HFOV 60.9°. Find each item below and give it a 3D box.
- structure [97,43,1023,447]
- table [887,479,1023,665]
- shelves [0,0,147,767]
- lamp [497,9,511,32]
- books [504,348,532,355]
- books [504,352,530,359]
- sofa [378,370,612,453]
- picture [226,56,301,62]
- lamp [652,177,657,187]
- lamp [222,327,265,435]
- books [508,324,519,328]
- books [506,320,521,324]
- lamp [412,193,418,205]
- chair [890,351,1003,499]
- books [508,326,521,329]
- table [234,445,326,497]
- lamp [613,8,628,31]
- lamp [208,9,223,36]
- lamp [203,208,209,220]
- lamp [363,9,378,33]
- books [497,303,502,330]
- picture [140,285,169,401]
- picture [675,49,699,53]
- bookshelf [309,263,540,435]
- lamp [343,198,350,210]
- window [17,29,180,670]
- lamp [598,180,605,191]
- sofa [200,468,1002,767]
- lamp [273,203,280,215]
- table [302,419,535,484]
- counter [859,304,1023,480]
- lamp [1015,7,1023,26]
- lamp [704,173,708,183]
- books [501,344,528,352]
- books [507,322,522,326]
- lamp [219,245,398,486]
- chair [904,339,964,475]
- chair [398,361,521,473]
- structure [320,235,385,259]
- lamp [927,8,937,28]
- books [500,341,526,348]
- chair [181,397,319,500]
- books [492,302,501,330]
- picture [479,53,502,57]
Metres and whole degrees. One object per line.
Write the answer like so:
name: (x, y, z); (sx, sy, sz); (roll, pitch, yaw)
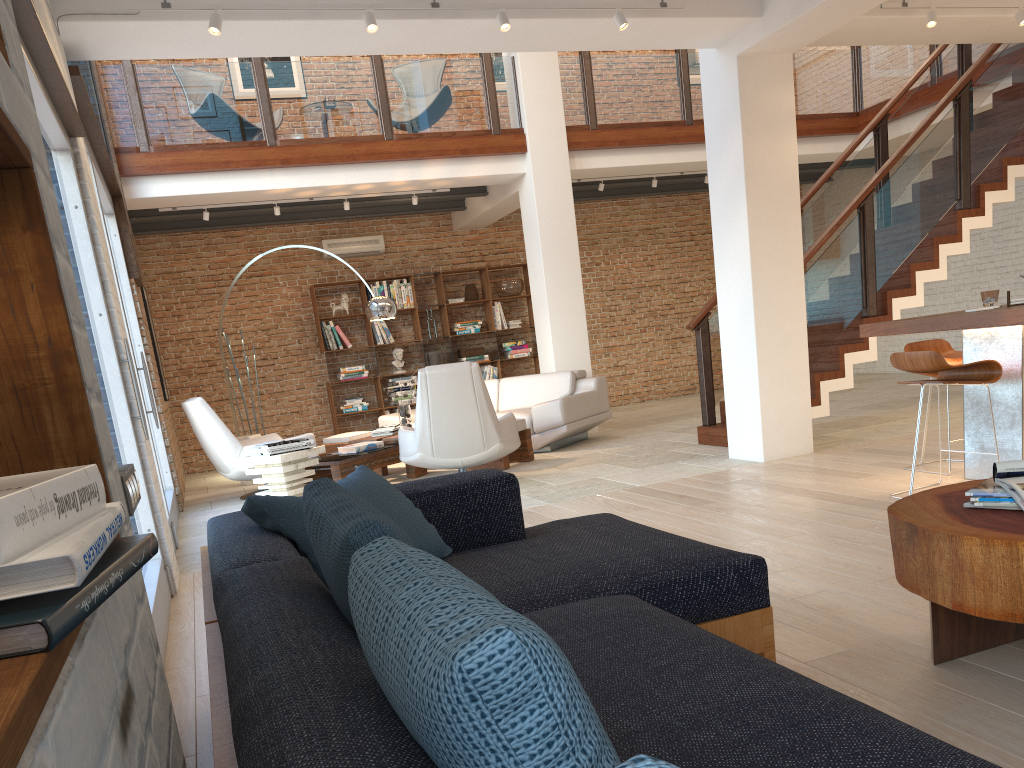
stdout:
structure: (2.364, -1.616, 6.044); (10.054, 4.248, 13.669); (-9, 3, -19)
table: (1.747, 0.528, 1.950); (1.069, 0.458, 1.800); (-8, 3, -14)
shelves: (-0.444, -0.435, 0.406); (0.190, 1.467, 0.753); (-12, 11, -20)
lamp: (-0.048, -1.997, 4.785); (0.060, 0.132, 0.084); (-11, 10, -17)
books: (0.083, -0.462, 12.442); (0.322, 0.057, 0.252); (-9, 3, -24)
books: (0.067, -0.402, 12.446); (0.324, 0.057, 0.251); (-8, 3, -17)
sofa: (-0.209, 0.341, 9.478); (2.340, 0.777, 1.111); (-6, 6, 31)
picture: (-3.116, -4.184, 10.881); (0.904, 1.230, 0.027); (-10, 12, -18)
lamp: (1.737, -2.456, 10.629); (0.060, 0.132, 0.084); (-11, 10, -17)
lamp: (-3.246, 0.158, 10.658); (0.199, 1.871, 0.405); (3, 16, 40)
books: (0.022, -0.824, 12.345); (0.132, 0.034, 0.202); (-8, 2, -10)
books: (0.016, -0.877, 12.334); (0.130, 0.035, 0.204); (-9, 3, -30)
lamp: (-1.082, -2.054, 9.702); (0.060, 0.119, 0.092); (-10, 9, -13)
chair: (2.235, 0.198, 4.559); (0.418, 0.796, 0.396); (-11, 11, -19)
books: (0.028, -0.799, 12.367); (0.170, 0.019, 0.232); (-8, 2, -11)
table: (-1.774, 0.781, 6.833); (0.497, 0.518, 0.480); (-3, 9, 31)
lamp: (0.624, -2.094, 5.011); (0.086, 0.132, 0.057); (0, 13, 40)
lamp: (-1.471, -1.790, 4.320); (0.059, 0.132, 0.084); (-1, 11, 30)
lamp: (-3.160, -1.745, 9.000); (0.086, 0.132, 0.057); (0, 13, 40)
lamp: (-0.742, -1.901, 4.554); (0.060, 0.124, 0.084); (-11, 9, -17)
books: (-0.216, -0.935, 12.255); (0.020, 0.369, 0.267); (-12, 10, -20)
picture: (-3.748, -0.417, 9.151); (0.027, 1.229, 0.896); (-12, 10, -20)
picture: (2.797, -5.043, 12.844); (0.904, 1.230, 0.027); (-10, 12, -18)
bookshelf: (-1.059, -0.379, 12.028); (3.004, 2.263, 0.357); (-9, 12, -18)
lamp: (-1.795, -1.943, 9.456); (0.060, 0.132, 0.084); (-11, 10, -17)
window: (-2.409, -2.029, 3.737); (0.640, 6.562, 12.164); (-12, 6, -20)
lamp: (1.065, -2.358, 10.403); (0.086, 0.132, 0.057); (0, 13, 40)
sofa: (0.632, 0.584, 1.431); (2.058, 0.677, 3.897); (-9, 3, -20)
lamp: (-2.489, -1.846, 9.225); (0.060, 0.124, 0.084); (-11, 9, -17)
table: (-1.158, 0.686, 8.134); (2.215, 0.440, 1.916); (-6, 3, 32)
counter: (3.259, -0.002, 4.199); (1.669, 0.943, 2.463); (-9, 4, -19)
lamp: (3.484, -2.510, 5.958); (0.060, 0.132, 0.084); (-11, 10, -17)
lamp: (2.430, -2.557, 10.859); (0.060, 0.132, 0.084); (-11, 10, -17)
books: (0.031, -0.512, 12.426); (0.323, 0.057, 0.251); (-8, 3, -19)
books: (0.025, -0.852, 12.346); (0.169, 0.019, 0.233); (-8, 2, -16)
lamp: (-2.047, -0.206, 8.924); (2.041, 2.417, 0.307); (-5, 12, 17)
chair: (2.617, 0.121, 5.245); (0.401, 0.796, 0.414); (-11, 11, -19)
chair: (-0.446, 0.344, 7.007); (1.026, 1.044, 0.947); (-8, 8, -2)
structure: (-2.108, -1.812, 11.551); (0.805, 0.225, 0.196); (-8, 8, -18)
lamp: (2.754, -2.404, 5.723); (0.059, 0.132, 0.084); (-1, 11, 30)
books: (0.008, -0.565, 12.408); (0.325, 0.057, 0.250); (-8, 3, -9)
chair: (-2.471, 0.569, 8.174); (0.964, 1.026, 1.020); (-13, 9, -35)
books: (-0.241, -0.945, 12.234); (0.036, 0.394, 0.239); (-12, 10, -20)
picture: (-0.029, -4.632, 11.906); (0.904, 1.230, 0.027); (-10, 12, -18)
